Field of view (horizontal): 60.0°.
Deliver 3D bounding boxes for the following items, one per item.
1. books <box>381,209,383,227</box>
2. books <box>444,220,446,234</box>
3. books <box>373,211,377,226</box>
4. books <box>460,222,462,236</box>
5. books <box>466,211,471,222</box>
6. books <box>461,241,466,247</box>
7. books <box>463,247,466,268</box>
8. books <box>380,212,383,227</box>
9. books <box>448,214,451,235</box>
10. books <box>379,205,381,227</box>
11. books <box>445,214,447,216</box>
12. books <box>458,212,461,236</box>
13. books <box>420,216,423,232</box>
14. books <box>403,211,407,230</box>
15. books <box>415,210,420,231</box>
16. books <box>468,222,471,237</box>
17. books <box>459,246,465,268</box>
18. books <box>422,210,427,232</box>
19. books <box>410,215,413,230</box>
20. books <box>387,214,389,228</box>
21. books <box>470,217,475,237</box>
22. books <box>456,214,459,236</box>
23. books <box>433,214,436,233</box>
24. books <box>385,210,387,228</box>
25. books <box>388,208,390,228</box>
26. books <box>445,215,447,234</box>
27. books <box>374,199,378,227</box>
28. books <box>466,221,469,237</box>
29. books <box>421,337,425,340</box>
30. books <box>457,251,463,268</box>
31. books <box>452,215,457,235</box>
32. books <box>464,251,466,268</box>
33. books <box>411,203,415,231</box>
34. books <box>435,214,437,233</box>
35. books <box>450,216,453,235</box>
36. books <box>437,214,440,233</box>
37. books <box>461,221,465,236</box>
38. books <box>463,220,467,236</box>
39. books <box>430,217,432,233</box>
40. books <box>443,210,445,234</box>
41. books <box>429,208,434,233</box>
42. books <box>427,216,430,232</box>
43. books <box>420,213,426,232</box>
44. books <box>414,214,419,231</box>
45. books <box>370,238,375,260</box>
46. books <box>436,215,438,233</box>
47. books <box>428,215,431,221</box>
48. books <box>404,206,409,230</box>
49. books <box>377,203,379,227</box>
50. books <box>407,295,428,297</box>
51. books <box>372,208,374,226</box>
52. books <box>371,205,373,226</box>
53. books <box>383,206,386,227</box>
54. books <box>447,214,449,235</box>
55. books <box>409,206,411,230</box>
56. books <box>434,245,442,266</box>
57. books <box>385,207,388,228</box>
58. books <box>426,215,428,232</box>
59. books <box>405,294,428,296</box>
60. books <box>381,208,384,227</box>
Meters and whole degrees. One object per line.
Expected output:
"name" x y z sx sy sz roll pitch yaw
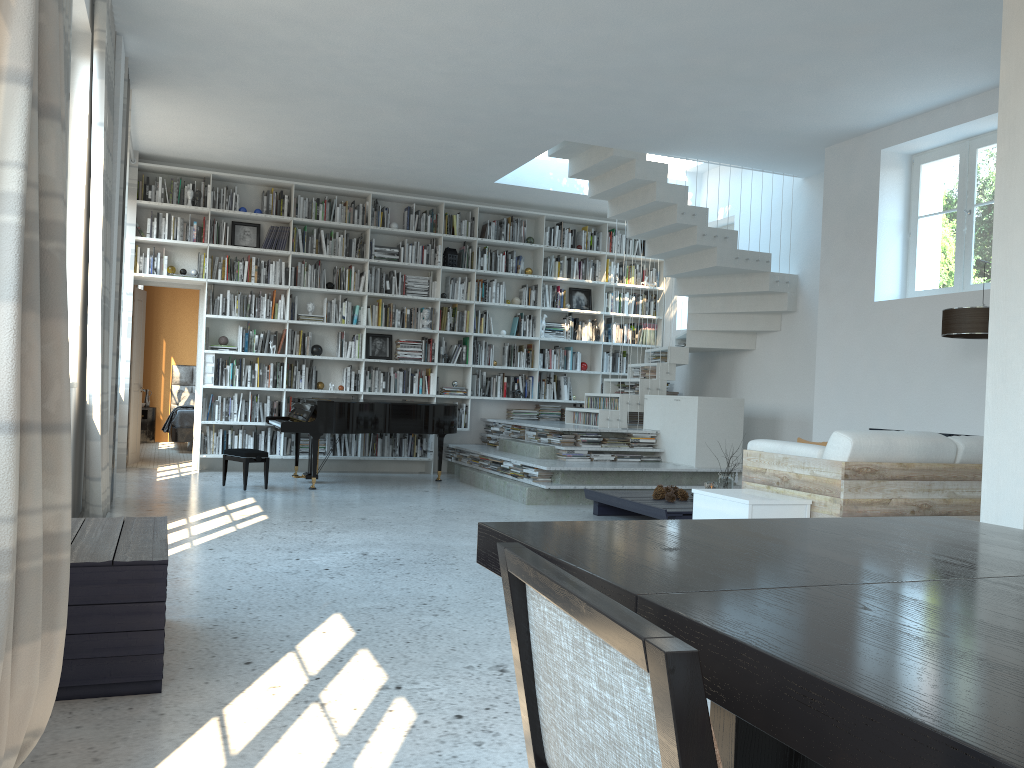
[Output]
"books" -1.493 -1.858 10.076 0.006 0.233 0.136 2 0 -21
"books" -0.808 -1.805 10.325 0.015 0.192 0.160 2 0 -21
"books" -1.564 -1.842 10.021 0.026 0.194 0.166 2 0 -21
"books" -0.621 -1.790 10.383 0.022 0.180 0.173 2 0 -21
"books" -0.516 -1.860 10.452 0.012 0.329 0.128 2 0 -21
"books" -0.582 -1.501 10.421 0.025 0.339 0.143 2 0 -21
"books" -0.585 -1.468 10.404 0.022 0.272 0.181 2 0 -21
"books" -1.501 -1.840 10.052 0.023 0.195 0.172 2 0 -21
"books" -0.745 -1.837 10.349 0.008 0.262 0.142 2 0 -21
"books" -1.510 -1.875 10.034 0.011 0.265 0.163 2 0 -21
"books" -0.786 -1.838 10.322 0.006 0.260 0.166 2 0 -21
"books" -0.634 -1.849 10.380 0.010 0.297 0.167 2 0 -21
"books" -1.059 -1.822 10.215 0.033 0.203 0.166 2 0 -21
"books" -1.228 -1.852 10.166 0.012 0.245 0.151 2 0 -21
"books" -1.093 -1.857 10.222 0.028 0.270 0.140 2 0 -21
"books" -0.529 -1.793 10.430 0.022 0.194 0.181 2 0 -21
"books" -0.596 -1.469 10.386 0.021 0.272 0.190 2 0 -21
"books" -1.013 -1.854 10.223 0.010 0.270 0.180 2 0 -21
"books" -1.177 -1.831 10.189 0.031 0.208 0.146 2 0 -21
"books" -1.425 -1.832 10.085 0.010 0.186 0.152 2 0 -21
"books" -0.487 -1.820 10.430 0.029 0.253 0.186 2 0 -21
"books" -0.660 -1.839 10.389 0.030 0.274 0.151 2 0 -21
"books" -0.920 -1.836 10.277 0.028 0.244 0.161 2 0 -21
"books" -1.450 -1.849 10.067 0.016 0.219 0.144 2 0 -21
"books" -1.412 -1.866 10.082 0.011 0.256 0.143 2 0 -21
"books" -0.787 -1.828 10.306 0.007 0.239 0.191 2 0 -21
"books" -1.547 -1.915 10.040 0.014 0.341 0.145 2 0 -21
"books" -0.553 -1.798 10.428 0.025 0.203 0.162 2 0 -21
"books" -1.032 -0.397 10.285 0.011 0.299 0.130 2 0 -21
"books" -0.616 -1.440 10.413 0.019 0.214 0.156 2 0 -21
"books" -0.691 -1.831 10.354 0.054 0.254 0.190 2 0 -21
"books" -0.580 -1.440 10.423 0.024 0.217 0.168 2 0 -21
"books" -1.147 -1.891 10.176 0.010 0.331 0.186 2 0 -21
"books" -0.905 -1.835 10.294 0.014 0.244 0.145 2 0 -21
"books" -0.729 -1.822 10.336 0.015 0.234 0.171 2 0 -21
"books" -0.874 -1.840 10.304 0.022 0.257 0.136 2 0 -21
"books" -0.599 -1.800 10.393 0.024 0.201 0.180 2 0 -21
"books" -0.571 -1.804 10.399 0.031 0.213 0.169 2 0 -21
"books" -0.957 -1.818 10.279 0.014 0.204 0.135 2 0 -21
"books" -0.814 -1.858 10.315 0.007 0.298 0.181 2 0 -21
"books" -0.940 -1.869 10.277 0.012 0.308 0.138 2 0 -21
"books" -0.985 -1.819 10.227 0.023 0.202 0.193 2 0 -21
"books" -1.034 -1.838 10.230 0.023 0.236 0.154 2 0 -21
"books" -1.124 -1.829 10.191 0.050 0.211 0.172 2 0 -21
"books" -1.584 -1.503 10.003 0.021 0.249 0.191 2 0 -21
"books" -0.889 -1.832 10.291 0.014 0.239 0.153 2 0 -21
"books" -0.977 -1.834 10.277 0.026 0.233 0.137 2 0 -21
"books" -1.209 -1.874 10.155 0.014 0.292 0.176 2 0 -21
"books" -1.535 -1.892 10.039 0.010 0.296 0.153 2 0 -21
"books" -1.116 -1.007 10.217 0.254 0.012 0.161 3 -1 -25
"books" -1.591 -1.860 10.023 0.023 0.228 0.157 2 0 -21
"books" -1.606 -1.874 9.997 0.026 0.253 0.185 2 0 -21
"books" -1.464 -1.872 10.066 0.013 0.264 0.147 2 0 -21
"books" -0.762 -1.837 10.333 0.034 0.261 0.157 2 0 -21
"books" -1.190 -1.875 10.170 0.011 0.296 0.157 2 0 -21
"books" -0.871 -1.464 10.234 0.037 0.237 0.272 2 0 -21
"books" -1.439 -1.867 10.069 0.005 0.255 0.168 2 0 -21
"books" -1.007 -1.827 10.236 0.012 0.217 0.179 2 0 -21
"books" -1.116 -1.019 10.219 0.254 0.012 0.161 3 -1 -18
"books" -1.479 -1.865 10.067 0.014 0.248 0.139 2 0 -21
